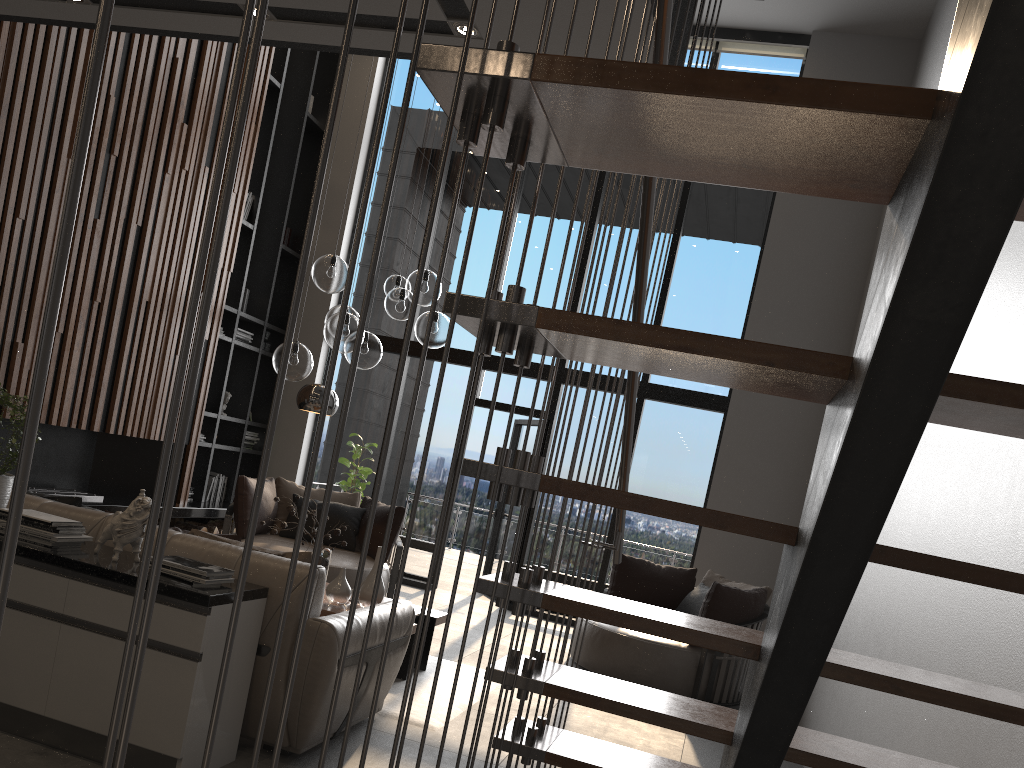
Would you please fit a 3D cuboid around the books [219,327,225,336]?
[{"bbox_3d":[-2.903,-0.536,8.313,0.324,0.072,0.177,11,-5,13],"label":"books"}]

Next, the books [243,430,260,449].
[{"bbox_3d":[-2.876,0.575,9.285,0.216,0.191,0.377,11,-4,15],"label":"books"}]

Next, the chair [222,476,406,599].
[{"bbox_3d":[-1.681,1.327,7.407,1.458,0.902,1.470,9,-5,41],"label":"chair"}]

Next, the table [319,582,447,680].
[{"bbox_3d":[-1.243,1.492,5.510,1.441,0.356,0.906,11,-5,14],"label":"table"}]

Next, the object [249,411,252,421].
[{"bbox_3d":[-2.838,0.241,9.286,0.130,0.282,0.253,12,-1,7],"label":"object"}]

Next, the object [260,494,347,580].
[{"bbox_3d":[-1.327,0.992,5.525,0.547,0.606,0.313,12,1,-15],"label":"object"}]

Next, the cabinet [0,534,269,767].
[{"bbox_3d":[-3.217,-0.913,0.780,3.591,3.249,6.265,11,-4,15],"label":"cabinet"}]

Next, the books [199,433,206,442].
[{"bbox_3d":[-3.097,0.484,8.349,0.217,0.078,0.326,11,-6,14],"label":"books"}]

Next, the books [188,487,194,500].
[{"bbox_3d":[-3.235,1.028,8.384,0.217,0.127,0.341,11,-5,14],"label":"books"}]

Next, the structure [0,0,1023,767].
[{"bbox_3d":[0.722,-1.424,0.906,1.169,6.074,3.616,13,1,15],"label":"structure"}]

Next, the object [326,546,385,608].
[{"bbox_3d":[-0.903,1.155,5.269,0.311,0.399,0.324,12,-1,33],"label":"object"}]

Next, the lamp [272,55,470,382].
[{"bbox_3d":[-0.467,-2.372,5.308,1.224,5.019,1.231,12,3,11],"label":"lamp"}]

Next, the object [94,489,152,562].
[{"bbox_3d":[-1.473,0.533,3.345,0.204,0.291,0.137,12,1,33],"label":"object"}]

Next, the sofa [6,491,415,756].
[{"bbox_3d":[-2.034,0.994,4.648,3.219,0.821,1.895,11,-5,14],"label":"sofa"}]

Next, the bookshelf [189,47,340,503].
[{"bbox_3d":[-2.587,-1.443,8.714,0.335,5.339,1.462,13,3,15],"label":"bookshelf"}]

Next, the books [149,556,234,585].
[{"bbox_3d":[-1.203,0.697,3.273,0.291,0.054,0.186,10,-6,18],"label":"books"}]

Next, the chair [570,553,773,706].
[{"bbox_3d":[1.261,1.900,6.967,1.423,0.902,1.505,10,-4,31],"label":"chair"}]

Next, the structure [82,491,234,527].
[{"bbox_3d":[-3.636,1.028,6.373,0.662,0.458,6.600,11,-6,15],"label":"structure"}]

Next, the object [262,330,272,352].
[{"bbox_3d":[-2.606,-0.454,9.243,0.058,0.234,0.190,13,0,18],"label":"object"}]

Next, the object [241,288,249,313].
[{"bbox_3d":[-2.708,-0.826,8.759,0.105,0.261,0.103,12,2,-6],"label":"object"}]

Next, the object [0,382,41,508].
[{"bbox_3d":[-2.090,0.272,3.489,0.386,0.579,0.214,12,2,-5],"label":"object"}]

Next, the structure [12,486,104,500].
[{"bbox_3d":[-3.548,0.862,6.799,0.297,0.103,0.718,11,-6,15],"label":"structure"}]

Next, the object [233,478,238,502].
[{"bbox_3d":[-2.955,1.115,9.282,0.080,0.267,0.082,13,3,36],"label":"object"}]

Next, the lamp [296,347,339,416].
[{"bbox_3d":[-1.711,0.607,7.571,0.322,2.341,2.021,11,-1,-8],"label":"lamp"}]

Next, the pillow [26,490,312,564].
[{"bbox_3d":[-1.754,0.807,4.083,1.927,0.502,0.547,11,-2,13],"label":"pillow"}]

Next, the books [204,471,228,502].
[{"bbox_3d":[-3.076,1.041,8.922,0.173,0.288,0.335,12,-2,15],"label":"books"}]

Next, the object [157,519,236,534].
[{"bbox_3d":[-3.200,1.306,7.493,0.432,0.390,4.083,11,-6,16],"label":"object"}]

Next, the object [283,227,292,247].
[{"bbox_3d":[-2.404,-1.533,9.256,0.102,0.231,0.101,12,2,-1],"label":"object"}]

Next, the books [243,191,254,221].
[{"bbox_3d":[-2.630,-1.718,8.263,0.184,0.300,0.370,12,-2,15],"label":"books"}]

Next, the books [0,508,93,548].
[{"bbox_3d":[-1.845,0.560,3.413,0.345,0.100,0.196,11,-4,14],"label":"books"}]

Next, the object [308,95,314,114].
[{"bbox_3d":[-2.158,-2.893,9.120,0.082,0.261,0.135,13,1,25],"label":"object"}]

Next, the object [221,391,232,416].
[{"bbox_3d":[-2.919,0.191,8.809,0.140,0.246,0.134,11,1,-35],"label":"object"}]

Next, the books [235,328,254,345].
[{"bbox_3d":[-2.772,-0.486,8.783,0.217,0.128,0.326,11,-5,14],"label":"books"}]

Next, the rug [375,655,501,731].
[{"bbox_3d":[-1.279,1.648,5.388,2.281,0.020,1.624,10,-6,14],"label":"rug"}]
